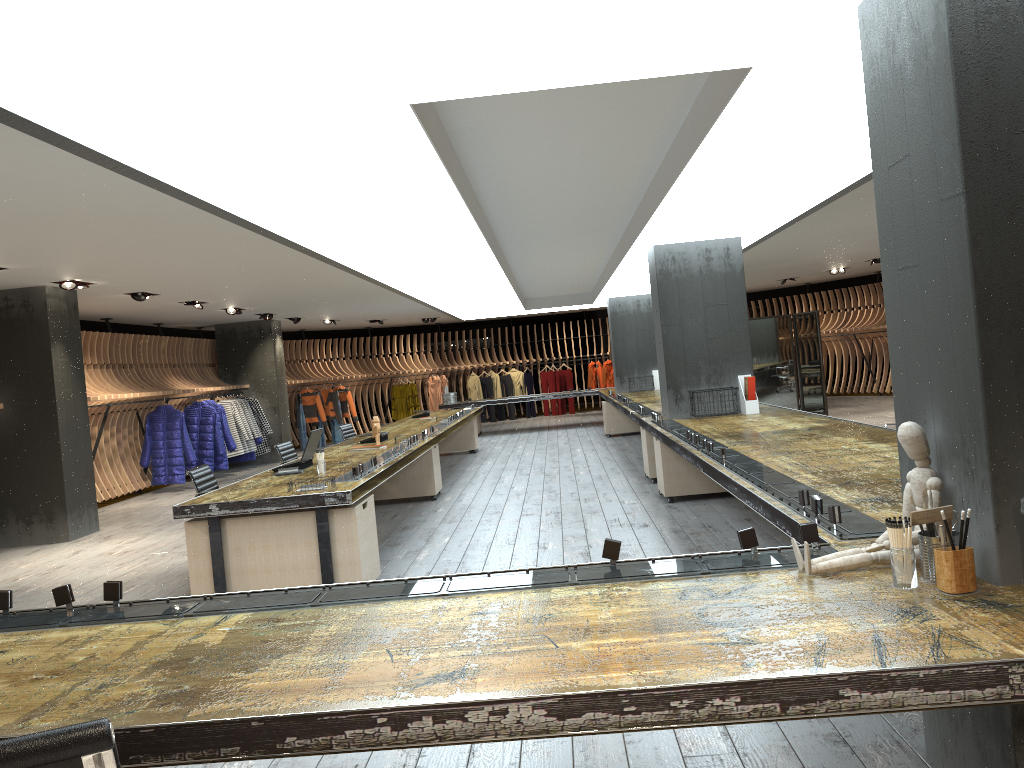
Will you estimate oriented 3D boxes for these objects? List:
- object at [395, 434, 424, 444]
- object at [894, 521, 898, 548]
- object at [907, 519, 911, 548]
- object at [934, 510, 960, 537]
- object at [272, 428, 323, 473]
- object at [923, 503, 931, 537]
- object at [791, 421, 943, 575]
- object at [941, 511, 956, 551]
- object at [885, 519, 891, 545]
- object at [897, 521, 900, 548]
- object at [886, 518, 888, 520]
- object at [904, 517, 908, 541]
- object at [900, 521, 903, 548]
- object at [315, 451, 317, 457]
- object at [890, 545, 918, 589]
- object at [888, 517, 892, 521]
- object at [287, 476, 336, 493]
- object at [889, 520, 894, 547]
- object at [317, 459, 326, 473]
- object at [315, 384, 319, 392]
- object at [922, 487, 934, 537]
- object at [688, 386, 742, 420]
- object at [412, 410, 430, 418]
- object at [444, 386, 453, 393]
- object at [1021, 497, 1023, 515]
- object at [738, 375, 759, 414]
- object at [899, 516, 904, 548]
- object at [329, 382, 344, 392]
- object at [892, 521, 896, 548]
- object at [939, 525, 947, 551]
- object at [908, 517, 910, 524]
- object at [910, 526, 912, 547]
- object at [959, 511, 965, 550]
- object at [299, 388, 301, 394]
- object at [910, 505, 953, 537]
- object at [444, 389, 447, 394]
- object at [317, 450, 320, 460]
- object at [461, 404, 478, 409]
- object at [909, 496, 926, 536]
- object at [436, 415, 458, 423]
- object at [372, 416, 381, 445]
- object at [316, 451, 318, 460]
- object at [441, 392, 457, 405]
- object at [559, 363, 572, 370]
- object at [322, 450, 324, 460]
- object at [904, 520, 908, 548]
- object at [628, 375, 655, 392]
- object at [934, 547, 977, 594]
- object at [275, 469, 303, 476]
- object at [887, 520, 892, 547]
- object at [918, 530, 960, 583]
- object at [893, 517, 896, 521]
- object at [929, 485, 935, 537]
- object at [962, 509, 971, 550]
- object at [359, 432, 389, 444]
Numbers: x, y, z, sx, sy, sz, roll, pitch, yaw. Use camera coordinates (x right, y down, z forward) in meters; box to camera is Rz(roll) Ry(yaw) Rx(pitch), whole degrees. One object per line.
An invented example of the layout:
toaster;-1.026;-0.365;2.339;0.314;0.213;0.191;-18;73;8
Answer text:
object;-1.071;0.577;9.259;0.302;0.074;0.217;-5;1;-3
object;1.049;0.455;2.413;0.007;0.170;0.030;-5;0;13
object;1.076;0.453;2.408;0.030;0.170;0.007;-5;0;23
object;1.199;0.437;2.451;0.081;0.198;0.050;-5;0;28
object;-1.799;0.554;7.463;0.365;0.316;0.373;-5;1;3
object;1.159;0.433;2.458;0.009;0.222;0.082;-5;0;32
object;1.072;0.341;2.664;0.431;0.429;0.195;-5;0;-2
object;1.159;0.433;2.330;0.054;0.207;0.008;-5;0;-14
object;1.046;0.455;2.436;0.030;0.170;0.007;-5;0;-11
object;1.053;0.455;2.409;0.007;0.170;0.030;-5;0;-1
object;1.053;0.454;2.443;0.030;0.170;0.007;-5;0;16
object;1.086;0.451;2.434;0.007;0.170;0.030;-5;0;33
object;1.057;0.454;2.407;0.007;0.170;0.030;-5;0;-13
object;-1.513;0.602;6.911;0.007;0.170;0.030;-5;0;40
object;1.071;0.498;2.427;0.061;0.111;0.061;-5;0;-8
object;1.062;0.453;2.447;0.030;0.170;0.007;-5;0;43
object;-1.329;0.671;5.894;0.302;0.074;0.217;-5;1;-3
object;1.045;0.455;2.422;0.007;0.170;0.030;-5;0;40
object;-1.486;0.645;6.916;0.061;0.111;0.062;-5;1;37
object;-4.477;0.120;20.269;0.023;0.243;0.549;-5;1;-1
object;1.159;0.410;2.448;0.062;0.264;0.012;-6;0;-45
object;2.029;0.189;8.882;0.459;0.289;0.330;-5;1;1
object;-1.473;0.482;14.358;0.261;0.111;0.373;-5;1;3
object;-1.325;0.135;19.035;0.262;0.204;0.088;-5;0;1
object;1.558;0.396;2.178;0.497;0.239;0.303;-5;1;3
object;2.380;0.104;8.922;0.129;0.383;0.240;-5;0;3
object;1.080;0.451;2.442;0.007;0.170;0.030;-5;0;6
object;-4.192;0.082;20.789;0.549;0.243;0.023;-6;0;-21
object;1.046;0.455;2.416;0.007;0.170;0.030;-5;0;26
object;1.160;0.456;2.375;0.018;0.158;0.011;-5;0;20
object;1.087;0.451;2.424;0.030;0.170;0.007;-6;0;-30
object;1.083;0.452;2.414;0.030;0.170;0.007;-5;0;-4
object;1.177;0.432;2.325;0.008;0.207;0.054;-5;0;-10
object;-4.724;0.154;19.716;0.023;0.243;0.549;-5;1;-16
object;1.140;0.441;2.411;0.138;0.209;0.034;-6;0;-17
object;-1.431;0.153;18.954;0.062;0.109;0.062;-6;1;-31
object;-1.505;0.601;6.933;0.030;0.170;0.007;-5;0;16
object;-0.764;0.411;15.850;0.302;0.074;0.217;-5;1;-3
object;1.147;0.424;2.464;0.084;0.240;0.009;-5;0;-20
object;-0.917;0.494;12.475;0.302;0.071;0.209;-5;1;-3
object;-1.410;0.489;9.243;0.097;0.300;0.320;-5;1;-13
object;-1.508;0.602;6.902;0.007;0.170;0.030;-5;0;13
object;-1.343;0.316;19.092;0.303;0.239;0.498;-5;1;3
object;1.395;-0.496;23.882;0.525;0.270;0.012;-4;1;43
object;-1.474;0.599;6.904;0.030;0.170;0.007;-5;0;-4
object;1.067;0.454;2.405;0.007;0.170;0.030;-6;0;-40
object;2.379;0.002;16.277;0.459;0.289;0.330;-5;1;6
object;1.169;0.486;2.344;0.084;0.111;0.083;-5;1;-10
object;-1.788;0.710;7.105;0.213;0.019;0.219;-6;1;-12
object;1.044;0.455;2.426;0.030;0.170;0.007;-6;0;-38
object;1.193;0.478;2.463;0.108;0.128;0.108;-5;1;18
object;1.072;0.452;2.447;0.007;0.170;0.030;-5;0;-21
object;1.164;0.407;2.448;0.008;0.267;0.060;-5;0;19
object;1.192;0.430;2.336;0.008;0.207;0.054;-6;0;-32
object;-1.521;0.594;9.788;0.262;0.088;0.373;-5;1;3
